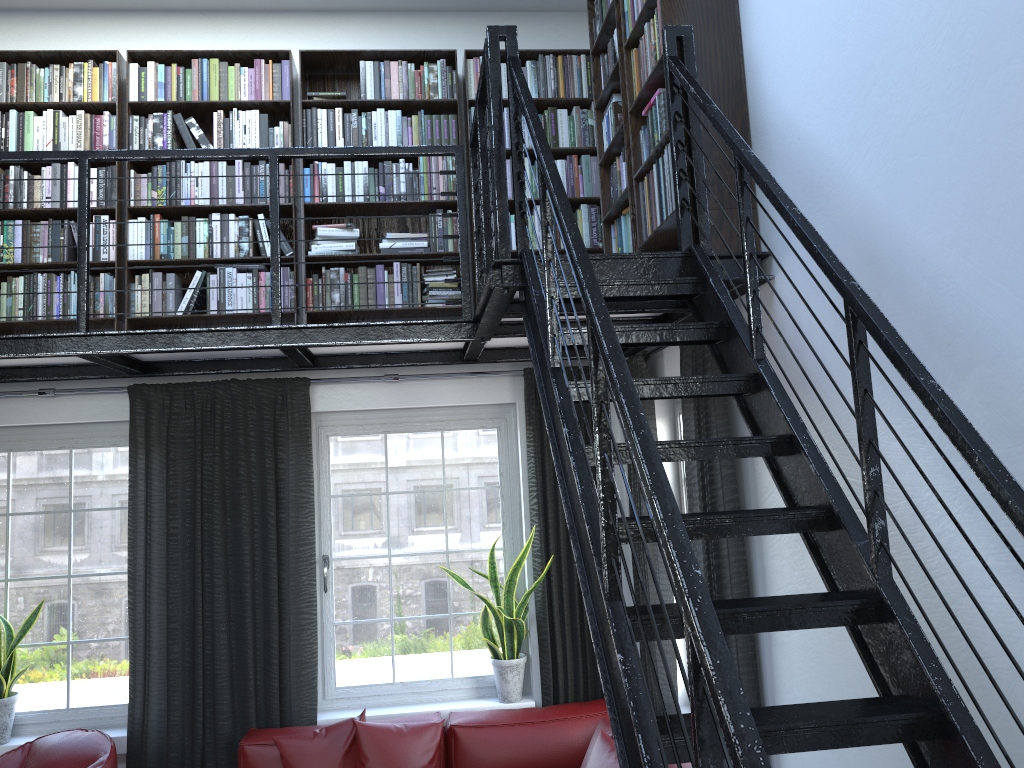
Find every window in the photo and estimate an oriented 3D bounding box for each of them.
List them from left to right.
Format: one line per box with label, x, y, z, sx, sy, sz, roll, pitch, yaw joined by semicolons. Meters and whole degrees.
window;-2.509;1.019;4.689;1.167;1.613;0.132;-2;-8;-6
window;-0.516;0.933;4.908;1.167;1.613;0.132;-2;-8;-6
window;0.948;0.770;4.022;0.133;1.613;1.161;-2;-7;-6

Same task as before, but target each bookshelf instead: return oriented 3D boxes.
bookshelf;-1.441;-1.114;3.413;4.476;1.624;3.074;-2;-6;-6

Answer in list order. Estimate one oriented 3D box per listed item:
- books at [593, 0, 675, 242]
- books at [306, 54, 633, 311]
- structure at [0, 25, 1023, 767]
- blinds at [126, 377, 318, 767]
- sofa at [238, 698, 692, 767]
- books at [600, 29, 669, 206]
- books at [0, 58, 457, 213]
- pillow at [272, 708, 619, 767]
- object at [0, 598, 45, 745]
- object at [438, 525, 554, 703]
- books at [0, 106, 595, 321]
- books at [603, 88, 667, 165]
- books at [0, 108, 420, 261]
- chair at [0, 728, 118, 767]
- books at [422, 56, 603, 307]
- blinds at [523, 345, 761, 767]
books;-1.435;-1.171;3.553;4.384;1.411;1.164;-2;-7;-6
books;-1.558;-1.104;4.289;4.436;1.436;1.279;-3;-7;-5
structure;-1.279;0.466;2.440;4.489;3.370;4.594;-2;-6;-6
blinds;-2.267;1.189;4.476;2.508;2.397;0.124;-2;-8;-6
sofa;-0.358;1.844;2.948;2.542;0.659;3.264;-2;-6;-6
books;-1.397;-1.223;3.020;4.378;1.415;2.195;-2;-6;-7
books;-1.612;-1.335;4.816;2.637;0.831;0.212;-2;-7;-6
pillow;-0.047;1.683;3.936;1.952;0.403;0.981;-7;-7;36
object;-2.724;1.330;4.366;0.553;0.944;0.523;-4;-7;4
object;-0.073;1.213;4.634;0.553;0.944;0.523;-1;-7;-17
books;-1.215;-0.917;4.803;3.392;1.127;0.239;-2;-8;-6
books;-1.431;-1.061;3.300;4.336;1.145;1.591;-2;-6;-7
books;-1.592;-1.041;4.764;4.442;1.403;0.241;-2;-8;-6
chair;-2.182;1.991;3.883;0.829;0.715;0.828;3;-9;-45
books;-1.592;-1.052;4.770;4.437;1.419;0.226;-2;-8;-6
blinds;0.695;0.992;4.104;0.527;2.391;1.741;0;-8;-24
